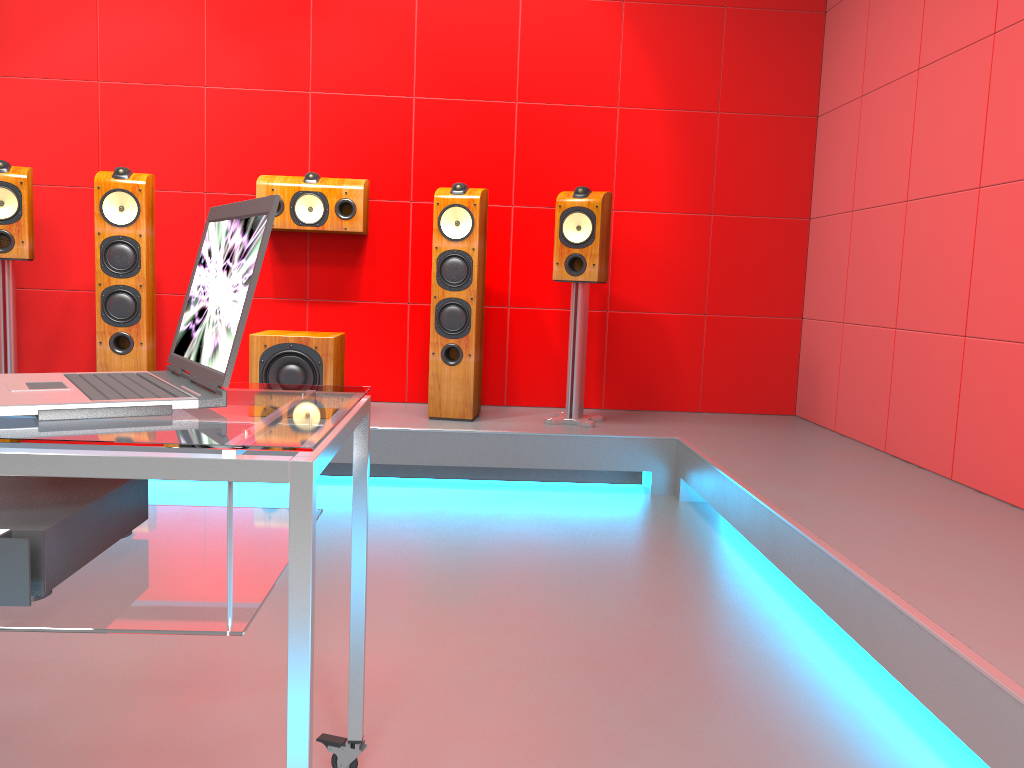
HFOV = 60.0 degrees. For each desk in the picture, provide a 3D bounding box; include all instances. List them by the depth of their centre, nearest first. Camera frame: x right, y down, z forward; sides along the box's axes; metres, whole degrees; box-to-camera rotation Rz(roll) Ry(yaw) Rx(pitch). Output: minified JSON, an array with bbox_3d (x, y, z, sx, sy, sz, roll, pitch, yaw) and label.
[{"bbox_3d":[-1.037,0.352,1.216,1.617,0.690,0.594,2,6,-3],"label":"desk"}]

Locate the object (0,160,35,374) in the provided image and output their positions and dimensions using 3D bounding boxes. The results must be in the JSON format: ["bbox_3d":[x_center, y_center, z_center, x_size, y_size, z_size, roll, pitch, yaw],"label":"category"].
[{"bbox_3d":[-2.220,-0.437,3.892,0.231,1.058,0.265,0,7,-23],"label":"object"}]

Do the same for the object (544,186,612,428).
[{"bbox_3d":[0.306,-0.351,4.018,0.231,1.058,0.265,4,7,17],"label":"object"}]

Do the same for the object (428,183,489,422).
[{"bbox_3d":[-0.243,-0.369,4.013,0.203,1.052,0.238,3,7,7],"label":"object"}]

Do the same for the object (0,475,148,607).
[{"bbox_3d":[-0.758,0.188,1.148,0.435,0.092,0.365,2,6,-3],"label":"object"}]

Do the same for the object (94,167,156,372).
[{"bbox_3d":[-1.705,-0.416,3.918,0.203,1.052,0.238,1,7,-13],"label":"object"}]

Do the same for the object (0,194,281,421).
[{"bbox_3d":[-0.542,-0.121,1.226,0.340,0.285,0.342,-2,8,-33],"label":"object"}]

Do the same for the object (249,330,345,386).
[{"bbox_3d":[-0.960,-0.047,3.992,0.360,0.360,0.360,2,6,-3],"label":"object"}]

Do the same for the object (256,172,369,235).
[{"bbox_3d":[-0.944,-0.865,4.225,0.493,0.271,0.235,2,6,-3],"label":"object"}]
